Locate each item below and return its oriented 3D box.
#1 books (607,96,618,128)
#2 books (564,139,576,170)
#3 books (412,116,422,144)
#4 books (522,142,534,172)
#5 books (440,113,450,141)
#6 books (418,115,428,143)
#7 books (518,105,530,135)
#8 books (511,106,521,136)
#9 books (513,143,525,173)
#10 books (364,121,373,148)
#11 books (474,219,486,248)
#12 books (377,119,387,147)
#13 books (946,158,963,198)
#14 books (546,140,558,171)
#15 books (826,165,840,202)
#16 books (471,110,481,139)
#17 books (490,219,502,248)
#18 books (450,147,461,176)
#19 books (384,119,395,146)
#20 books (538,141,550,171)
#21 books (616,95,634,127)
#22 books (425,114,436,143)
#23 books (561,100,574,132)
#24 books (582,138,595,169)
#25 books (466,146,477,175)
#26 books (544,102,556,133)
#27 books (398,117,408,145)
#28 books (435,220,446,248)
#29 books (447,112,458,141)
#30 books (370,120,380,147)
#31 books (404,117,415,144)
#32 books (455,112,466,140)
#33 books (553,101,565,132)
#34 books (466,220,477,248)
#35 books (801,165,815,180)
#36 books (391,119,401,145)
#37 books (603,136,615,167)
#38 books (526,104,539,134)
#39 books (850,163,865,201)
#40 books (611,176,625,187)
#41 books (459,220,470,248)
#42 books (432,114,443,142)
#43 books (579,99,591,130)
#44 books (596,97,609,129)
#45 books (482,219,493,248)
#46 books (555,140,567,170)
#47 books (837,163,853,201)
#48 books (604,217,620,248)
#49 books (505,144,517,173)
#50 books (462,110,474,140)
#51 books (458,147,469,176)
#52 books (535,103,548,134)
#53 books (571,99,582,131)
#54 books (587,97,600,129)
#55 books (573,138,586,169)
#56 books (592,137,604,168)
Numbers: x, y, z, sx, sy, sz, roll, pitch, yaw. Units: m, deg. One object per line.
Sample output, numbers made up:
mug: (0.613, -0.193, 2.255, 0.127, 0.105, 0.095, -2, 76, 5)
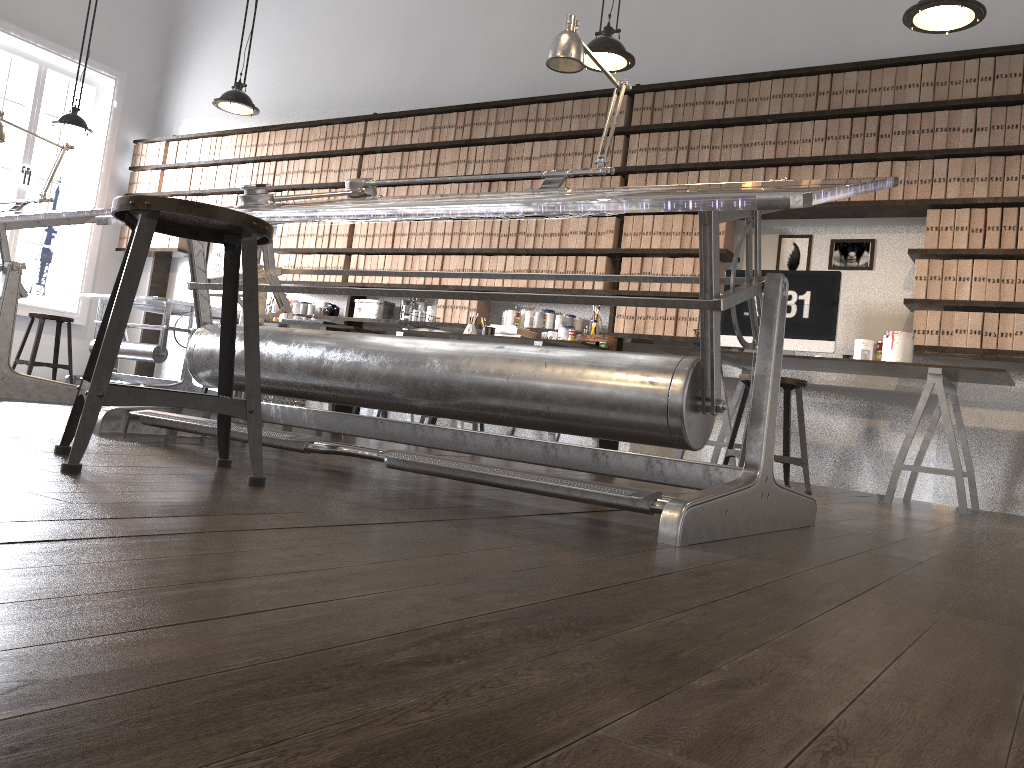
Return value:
books: (0.712, -1.807, 5.991, 0.067, 0.226, 0.173, 4, -5, 33)
books: (0.440, -1.555, 6.122, 0.067, 0.226, 0.173, 4, -5, 33)
books: (-0.689, -1.947, 6.895, 0.067, 0.226, 0.173, 4, -5, 33)
books: (0.152, -1.584, 6.302, 0.067, 0.227, 0.173, 4, -5, 33)
books: (-0.462, -1.924, 6.752, 0.067, 0.226, 0.173, 4, -5, 33)
books: (-0.635, -1.942, 6.862, 0.067, 0.226, 0.173, 4, -5, 33)
books: (0.127, -1.865, 6.363, 0.067, 0.227, 0.173, 4, -5, 33)
books: (0.076, -1.870, 6.401, 0.067, 0.226, 0.173, 4, -5, 33)
books: (0.095, -1.590, 6.344, 0.067, 0.226, 0.173, 4, -5, 33)
books: (-1.099, -1.988, 7.162, 0.067, 0.226, 0.173, 4, -5, 33)
books: (-0.189, -1.063, 6.430, 0.067, 0.226, 0.173, 4, -5, 33)
books: (-0.988, -1.977, 7.084, 0.067, 0.226, 0.173, 4, -5, 33)
books: (2.408, -1.088, 4.799, 0.067, 0.226, 0.173, 4, -5, 33)
books: (0.321, -1.567, 6.192, 0.067, 0.227, 0.173, 4, -5, 33)
books: (1.878, -1.141, 5.147, 0.067, 0.226, 0.173, 4, -5, 33)
books: (-0.218, -1.900, 6.594, 0.067, 0.226, 0.173, 4, -5, 33)
books: (-0.073, -1.051, 6.360, 0.067, 0.226, 0.173, 4, -5, 33)
books: (-0.378, -1.637, 6.644, 0.067, 0.227, 0.173, 4, -5, 33)
books: (-0.925, -1.971, 7.048, 0.067, 0.226, 0.173, 4, -5, 33)
books: (0.267, -1.573, 6.232, 0.067, 0.226, 0.173, 4, -5, 33)
books: (0.769, -1.801, 5.949, 0.067, 0.226, 0.173, 4, -5, 33)
books: (-0.581, -1.936, 6.822, 0.067, 0.227, 0.173, 4, -5, 33)
books: (0.424, -1.836, 6.172, 0.067, 0.227, 0.173, 4, -5, 33)
books: (0.559, -1.543, 6.045, 0.067, 0.226, 0.173, 4, -5, 33)
books: (-0.255, -1.625, 6.568, 0.067, 0.226, 0.173, 4, -5, 33)
books: (0.310, -1.847, 6.252, 0.067, 0.226, 0.173, 4, -5, 33)
books: (-0.807, -1.959, 6.974, 0.067, 0.226, 0.173, 4, -5, 33)
books: (-0.485, -1.092, 6.625, 0.067, 0.226, 0.173, 4, -5, 33)
books: (-0.405, -1.919, 6.710, 0.067, 0.226, 0.173, 4, -5, 33)
books: (-1.048, -1.983, 7.124, 0.067, 0.227, 0.173, 4, -5, 33)
books: (-0.750, -1.953, 6.932, 0.067, 0.227, 0.173, 4, -5, 33)
books: (-0.343, -1.912, 6.675, 0.067, 0.226, 0.173, 4, -5, 33)
books: (0.368, -1.841, 6.213, 0.067, 0.226, 0.173, 4, -5, 33)
books: (-0.248, -1.069, 6.472, 0.067, 0.226, 0.173, 4, -5, 33)
books: (1.755, -1.154, 5.218, 0.067, 0.226, 0.173, 4, -5, 33)
books: (-0.865, -1.964, 7.013, 0.067, 0.226, 0.173, 4, -5, 33)
books: (0.684, -1.531, 5.964, 0.067, 0.226, 0.173, 4, -5, 33)
books: (0.187, -1.859, 6.324, 0.067, 0.226, 0.173, 4, -5, 33)
books: (1.997, -1.129, 5.066, 0.067, 0.226, 0.173, 4, -5, 33)
books: (0.719, -1.251, 5.894, 0.067, 0.226, 0.173, 4, -5, 33)
books: (-0.304, -1.074, 6.513, 0.067, 0.226, 0.173, 4, -5, 33)
books: (-0.522, -1.930, 6.790, 0.067, 0.226, 0.173, 4, -5, 33)
books: (0.540, -1.824, 6.101, 0.067, 0.226, 0.173, 4, -5, 33)
books: (0.653, -1.813, 6.029, 0.067, 0.226, 0.173, 4, -5, 33)
books: (-0.128, -1.057, 6.391, 0.067, 0.227, 0.173, 4, -5, 33)
books: (0.380, -1.561, 6.160, 0.067, 0.226, 0.173, 4, -5, 33)
books: (1.935, -1.135, 5.107, 0.067, 0.226, 0.173, 4, -5, 33)
books: (0.684, -0.976, 5.865, 0.067, 0.227, 0.173, 4, -5, 33)
books: (0.037, -1.595, 6.383, 0.067, 0.226, 0.173, 4, -5, 33)
books: (-0.283, -1.907, 6.630, 0.067, 0.227, 0.173, 4, -5, 33)
books: (-0.317, -1.631, 6.604, 0.067, 0.226, 0.173, 4, -5, 33)
books: (0.250, -1.853, 6.287, 0.067, 0.226, 0.173, 4, -5, 33)
books: (0.486, -1.829, 6.134, 0.067, 0.226, 0.173, 4, -5, 33)
books: (0.593, -1.819, 6.061, 0.067, 0.227, 0.173, 4, -5, 33)
books: (0.497, -1.550, 6.080, 0.067, 0.226, 0.173, 4, -5, 33)
books: (0.619, -1.538, 6.000, 0.067, 0.227, 0.173, 4, -5, 33)
